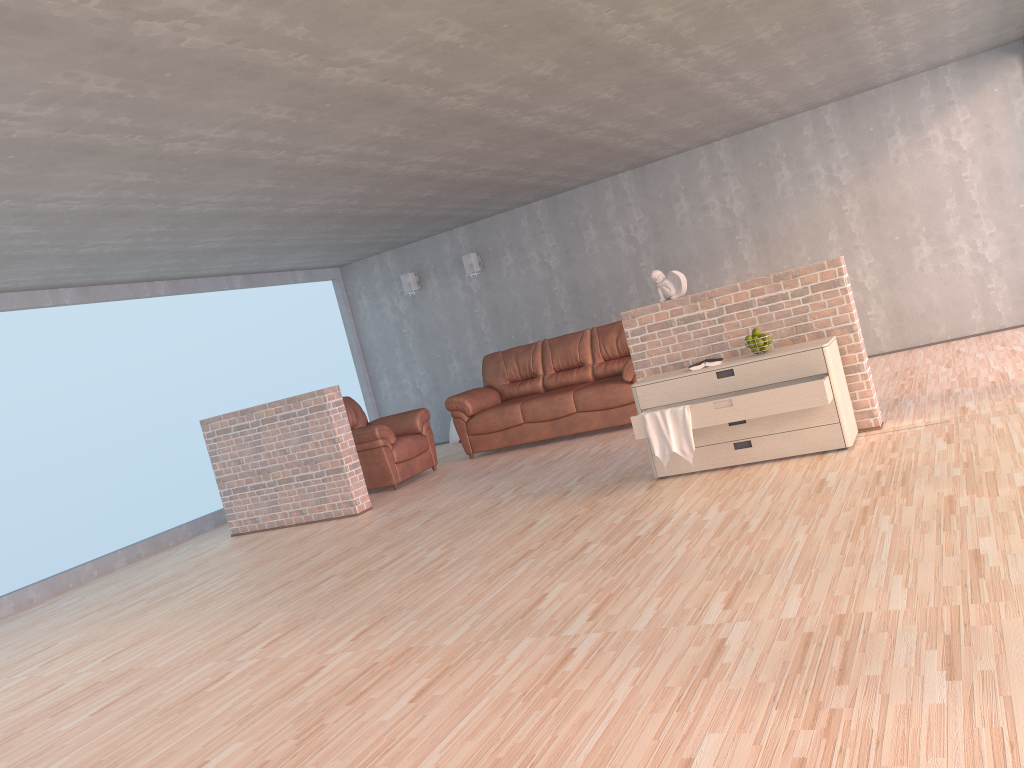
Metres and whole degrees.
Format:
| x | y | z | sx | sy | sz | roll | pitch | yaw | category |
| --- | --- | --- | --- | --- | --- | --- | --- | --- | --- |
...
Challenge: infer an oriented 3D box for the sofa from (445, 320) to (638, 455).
| x | y | z | sx | sy | sz | roll | pitch | yaw | category |
| --- | --- | --- | --- | --- | --- | --- | --- | --- | --- |
| 0.493 | -0.003 | 8.766 | 2.202 | 0.923 | 0.981 | -13 | 3 | 27 | sofa |

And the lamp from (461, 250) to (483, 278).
| x | y | z | sx | sy | sz | roll | pitch | yaw | category |
| --- | --- | --- | --- | --- | --- | --- | --- | --- | --- |
| -0.464 | -1.401 | 10.321 | 0.165 | 0.319 | 0.177 | -13 | 3 | 27 | lamp |

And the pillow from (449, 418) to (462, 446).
| x | y | z | sx | sy | sz | roll | pitch | yaw | category |
| --- | --- | --- | --- | --- | --- | --- | --- | --- | --- |
| -0.604 | 0.545 | 10.569 | 0.327 | 0.326 | 0.241 | -13 | 4 | 31 | pillow |

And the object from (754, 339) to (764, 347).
| x | y | z | sx | sy | sz | roll | pitch | yaw | category |
| --- | --- | --- | --- | --- | --- | --- | --- | --- | --- |
| 1.465 | -0.244 | 5.262 | 0.057 | 0.057 | 0.057 | -16 | 4 | -29 | object |

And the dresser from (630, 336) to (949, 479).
| x | y | z | sx | sy | sz | roll | pitch | yaw | category |
| --- | --- | --- | --- | --- | --- | --- | --- | --- | --- |
| 1.568 | 0.125 | 5.171 | 1.686 | 0.612 | 0.605 | -13 | 3 | 27 | dresser |

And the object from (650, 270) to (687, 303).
| x | y | z | sx | sy | sz | roll | pitch | yaw | category |
| --- | --- | --- | --- | --- | --- | --- | --- | --- | --- |
| 1.022 | -0.657 | 5.813 | 0.216 | 0.218 | 0.131 | -13 | 3 | 27 | object |

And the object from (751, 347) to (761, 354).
| x | y | z | sx | sy | sz | roll | pitch | yaw | category |
| --- | --- | --- | --- | --- | --- | --- | --- | --- | --- |
| 1.460 | -0.208 | 5.314 | 0.059 | 0.055 | 0.060 | -16 | 3 | -17 | object |

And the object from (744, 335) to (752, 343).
| x | y | z | sx | sy | sz | roll | pitch | yaw | category |
| --- | --- | --- | --- | --- | --- | --- | --- | --- | --- |
| 1.413 | -0.268 | 5.298 | 0.046 | 0.045 | 0.046 | -13 | 3 | 27 | object |

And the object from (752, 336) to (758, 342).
| x | y | z | sx | sy | sz | roll | pitch | yaw | category |
| --- | --- | --- | --- | --- | --- | --- | --- | --- | --- |
| 1.453 | -0.266 | 5.294 | 0.039 | 0.038 | 0.039 | -17 | 4 | -34 | object |

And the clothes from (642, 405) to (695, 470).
| x | y | z | sx | sy | sz | roll | pitch | yaw | category |
| --- | --- | --- | --- | --- | --- | --- | --- | --- | --- |
| 0.951 | 0.321 | 5.183 | 0.325 | 0.369 | 0.097 | -13 | 4 | 28 | clothes |

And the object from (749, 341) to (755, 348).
| x | y | z | sx | sy | sz | roll | pitch | yaw | category |
| --- | --- | --- | --- | --- | --- | --- | --- | --- | --- |
| 1.430 | -0.234 | 5.282 | 0.038 | 0.040 | 0.039 | -12 | 4 | 36 | object |

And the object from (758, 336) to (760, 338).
| x | y | z | sx | sy | sz | roll | pitch | yaw | category |
| --- | --- | --- | --- | --- | --- | --- | --- | --- | --- |
| 1.509 | -0.271 | 5.351 | 0.053 | 0.048 | 0.054 | -12 | 4 | 34 | object |

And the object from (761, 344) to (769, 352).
| x | y | z | sx | sy | sz | roll | pitch | yaw | category |
| --- | --- | --- | --- | --- | --- | --- | --- | --- | --- |
| 1.507 | -0.213 | 5.284 | 0.046 | 0.048 | 0.048 | -14 | 3 | 16 | object |

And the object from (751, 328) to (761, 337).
| x | y | z | sx | sy | sz | roll | pitch | yaw | category |
| --- | --- | --- | --- | --- | --- | --- | --- | --- | --- |
| 1.462 | -0.307 | 5.315 | 0.054 | 0.056 | 0.054 | -13 | 3 | 27 | object |

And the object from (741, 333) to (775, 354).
| x | y | z | sx | sy | sz | roll | pitch | yaw | category |
| --- | --- | --- | --- | --- | --- | --- | --- | --- | --- |
| 1.484 | -0.231 | 5.311 | 0.202 | 0.104 | 0.202 | -13 | 3 | 21 | object |

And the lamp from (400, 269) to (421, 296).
| x | y | z | sx | sy | sz | roll | pitch | yaw | category |
| --- | --- | --- | --- | --- | --- | --- | --- | --- | --- |
| -1.231 | -1.225 | 10.724 | 0.165 | 0.319 | 0.168 | -13 | 3 | 27 | lamp |

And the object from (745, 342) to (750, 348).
| x | y | z | sx | sy | sz | roll | pitch | yaw | category |
| --- | --- | --- | --- | --- | --- | --- | --- | --- | --- |
| 1.424 | -0.238 | 5.325 | 0.046 | 0.044 | 0.046 | -13 | 3 | 23 | object |

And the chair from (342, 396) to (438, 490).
| x | y | z | sx | sy | sz | roll | pitch | yaw | category |
| --- | --- | --- | --- | --- | --- | --- | --- | --- | --- |
| -1.377 | 0.519 | 8.527 | 0.936 | 0.879 | 0.970 | -13 | 3 | 27 | chair |

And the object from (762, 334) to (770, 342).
| x | y | z | sx | sy | sz | roll | pitch | yaw | category |
| --- | --- | --- | --- | --- | --- | --- | --- | --- | --- |
| 1.502 | -0.270 | 5.252 | 0.046 | 0.047 | 0.047 | -16 | 3 | -25 | object |

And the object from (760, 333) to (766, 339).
| x | y | z | sx | sy | sz | roll | pitch | yaw | category |
| --- | --- | --- | --- | --- | --- | --- | --- | --- | --- |
| 1.501 | -0.285 | 5.294 | 0.043 | 0.043 | 0.039 | -14 | 3 | 13 | object |

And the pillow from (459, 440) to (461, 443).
| x | y | z | sx | sy | sz | roll | pitch | yaw | category |
| --- | --- | --- | --- | --- | --- | --- | --- | --- | --- |
| -0.393 | 0.590 | 10.302 | 0.365 | 0.130 | 0.392 | -17 | 4 | -42 | pillow |

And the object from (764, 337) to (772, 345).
| x | y | z | sx | sy | sz | roll | pitch | yaw | category |
| --- | --- | --- | --- | --- | --- | --- | --- | --- | --- |
| 1.529 | -0.259 | 5.309 | 0.053 | 0.054 | 0.053 | -16 | 3 | -27 | object |

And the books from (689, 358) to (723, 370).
| x | y | z | sx | sy | sz | roll | pitch | yaw | category |
| --- | --- | --- | --- | --- | --- | --- | --- | --- | --- |
| 1.183 | -0.126 | 5.409 | 0.209 | 0.040 | 0.146 | -14 | 3 | 17 | books |

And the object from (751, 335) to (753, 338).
| x | y | z | sx | sy | sz | roll | pitch | yaw | category |
| --- | --- | --- | --- | --- | --- | --- | --- | --- | --- |
| 1.453 | -0.270 | 5.349 | 0.054 | 0.053 | 0.049 | -16 | 4 | -32 | object |

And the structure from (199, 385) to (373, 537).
| x | y | z | sx | sy | sz | roll | pitch | yaw | category |
| --- | --- | --- | --- | --- | --- | --- | --- | --- | --- |
| -1.936 | 0.673 | 7.511 | 1.422 | 1.057 | 0.211 | -13 | 3 | 27 | structure |

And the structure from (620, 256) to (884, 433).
| x | y | z | sx | sy | sz | roll | pitch | yaw | category |
| --- | --- | --- | --- | --- | --- | --- | --- | --- | --- |
| 1.502 | -0.117 | 5.682 | 1.422 | 1.057 | 0.211 | -13 | 3 | 27 | structure |
